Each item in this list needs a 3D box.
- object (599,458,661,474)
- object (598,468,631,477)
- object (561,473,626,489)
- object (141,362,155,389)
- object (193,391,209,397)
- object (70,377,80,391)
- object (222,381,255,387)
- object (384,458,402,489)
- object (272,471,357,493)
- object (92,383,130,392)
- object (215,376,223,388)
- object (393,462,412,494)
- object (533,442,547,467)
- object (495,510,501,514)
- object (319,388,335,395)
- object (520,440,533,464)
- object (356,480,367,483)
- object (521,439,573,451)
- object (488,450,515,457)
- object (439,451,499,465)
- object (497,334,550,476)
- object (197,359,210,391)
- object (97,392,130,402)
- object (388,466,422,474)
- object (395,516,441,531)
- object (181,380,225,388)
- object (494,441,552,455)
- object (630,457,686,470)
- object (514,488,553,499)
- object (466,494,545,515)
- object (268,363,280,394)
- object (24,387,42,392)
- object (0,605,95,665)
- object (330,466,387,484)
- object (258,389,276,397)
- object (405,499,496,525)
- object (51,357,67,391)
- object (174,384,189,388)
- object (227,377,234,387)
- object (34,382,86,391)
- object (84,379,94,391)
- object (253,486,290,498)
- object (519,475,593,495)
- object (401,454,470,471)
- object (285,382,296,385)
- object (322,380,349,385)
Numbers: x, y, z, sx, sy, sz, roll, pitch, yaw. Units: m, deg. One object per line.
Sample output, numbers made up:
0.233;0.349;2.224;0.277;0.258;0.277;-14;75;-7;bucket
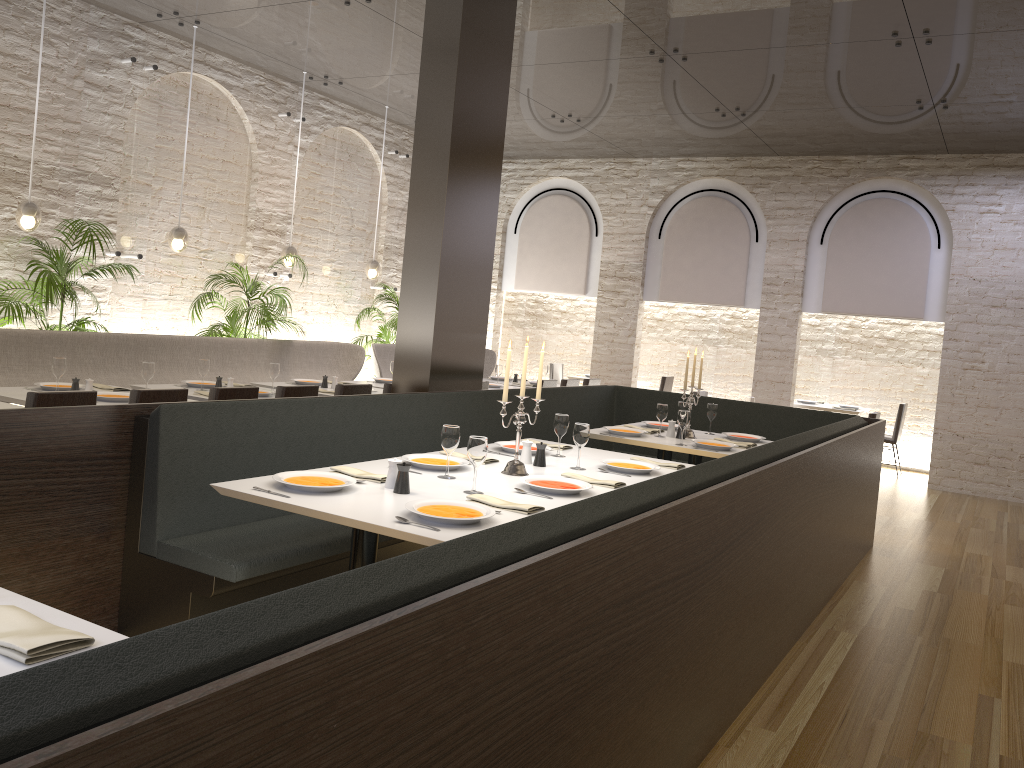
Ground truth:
0.607;0.432;4.589;0.322;0.036;0.321;7;4;25;object
0.511;0.442;4.428;0.182;0.015;0.038;8;4;31;object
0.379;0.449;4.134;0.273;0.033;0.142;7;4;29;object
-2.384;-0.027;5.791;0.087;0.230;0.086;7;2;35;object
-2.082;0.079;6.209;0.273;0.033;0.142;7;4;29;object
-2.757;0.013;5.596;0.059;0.109;0.059;6;2;21;object
-2.184;0.009;7.076;0.273;0.033;0.142;7;4;29;object
-0.476;0.360;3.571;0.068;0.126;0.069;4;3;-38;object
-0.767;0.385;3.442;0.322;0.036;0.322;7;4;27;object
-2.756;0.027;6.065;0.273;0.033;0.142;7;4;29;object
-2.186;-0.005;6.607;0.059;0.109;0.059;6;2;21;object
-0.430;0.370;3.488;0.068;0.126;0.069;4;2;-29;object
0.144;0.355;4.466;0.069;0.126;0.069;6;2;23;object
-0.122;0.464;3.308;0.185;0.010;0.017;7;4;29;object
-1.506;0.061;7.228;0.273;0.033;0.142;7;4;29;object
0.074;0.346;4.509;0.069;0.126;0.069;6;2;23;object
-0.669;0.388;3.633;0.182;0.015;0.038;8;4;31;object
0.207;0.358;5.220;0.273;0.033;0.142;7;4;29;object
-0.054;0.372;4.723;0.185;0.010;0.017;7;4;29;object
-0.216;0.371;4.472;0.273;0.033;0.142;7;4;29;object
0.044;0.095;4.157;0.132;0.656;0.389;7;3;40;object
-2.269;-0.066;6.511;0.086;0.230;0.087;5;2;-19;object
-2.474;0.084;5.510;0.322;0.036;0.322;6;4;12;object
-0.477;0.385;3.974;0.185;0.010;0.017;7;4;29;object
-0.317;0.467;2.963;0.182;0.015;0.038;8;4;31;object
-2.367;0.005;6.787;0.322;0.036;0.322;6;4;7;object
0.058;0.360;4.903;0.322;0.036;0.321;7;4;25;object
0.802;0.437;4.882;0.273;0.033;0.142;7;4;29;object
0.088;0.455;3.680;0.182;0.015;0.038;8;4;31;object
-0.026;0.462;3.417;0.273;0.033;0.142;7;4;29;object
-1.826;-0.044;6.780;0.086;0.230;0.087;5;2;-19;object
-3.034;0.035;5.618;0.185;0.010;0.017;7;4;29;object
-0.971;0.484;1.744;0.273;0.033;0.142;7;4;29;object
-0.621;0.384;3.756;0.273;0.033;0.142;7;4;29;object
-1.903;0.066;6.521;0.322;0.036;0.322;6;4;7;object
-0.219;0.457;3.129;0.321;0.036;0.322;6;4;5;object
-2.828;-0.049;5.522;0.086;0.230;0.086;5;2;-13;object
-2.463;0.018;6.629;0.185;0.010;0.017;7;4;29;object
-2.102;0.002;6.612;0.059;0.109;0.059;6;2;21;object
-2.939;0.023;5.776;0.322;0.036;0.322;6;4;12;object
-2.674;0.020;5.601;0.059;0.109;0.059;6;2;21;object
-0.882;0.397;3.258;0.185;0.010;0.017;7;4;29;object
0.188;0.445;3.848;0.321;0.036;0.322;2;5;-41;object
-0.360;0.372;4.162;0.321;0.036;0.322;2;5;-41;object
-1.886;0.000;7.649;0.185;0.010;0.017;7;4;29;object
-1.608;-0.009;8.095;0.273;0.033;0.142;7;4;29;object
